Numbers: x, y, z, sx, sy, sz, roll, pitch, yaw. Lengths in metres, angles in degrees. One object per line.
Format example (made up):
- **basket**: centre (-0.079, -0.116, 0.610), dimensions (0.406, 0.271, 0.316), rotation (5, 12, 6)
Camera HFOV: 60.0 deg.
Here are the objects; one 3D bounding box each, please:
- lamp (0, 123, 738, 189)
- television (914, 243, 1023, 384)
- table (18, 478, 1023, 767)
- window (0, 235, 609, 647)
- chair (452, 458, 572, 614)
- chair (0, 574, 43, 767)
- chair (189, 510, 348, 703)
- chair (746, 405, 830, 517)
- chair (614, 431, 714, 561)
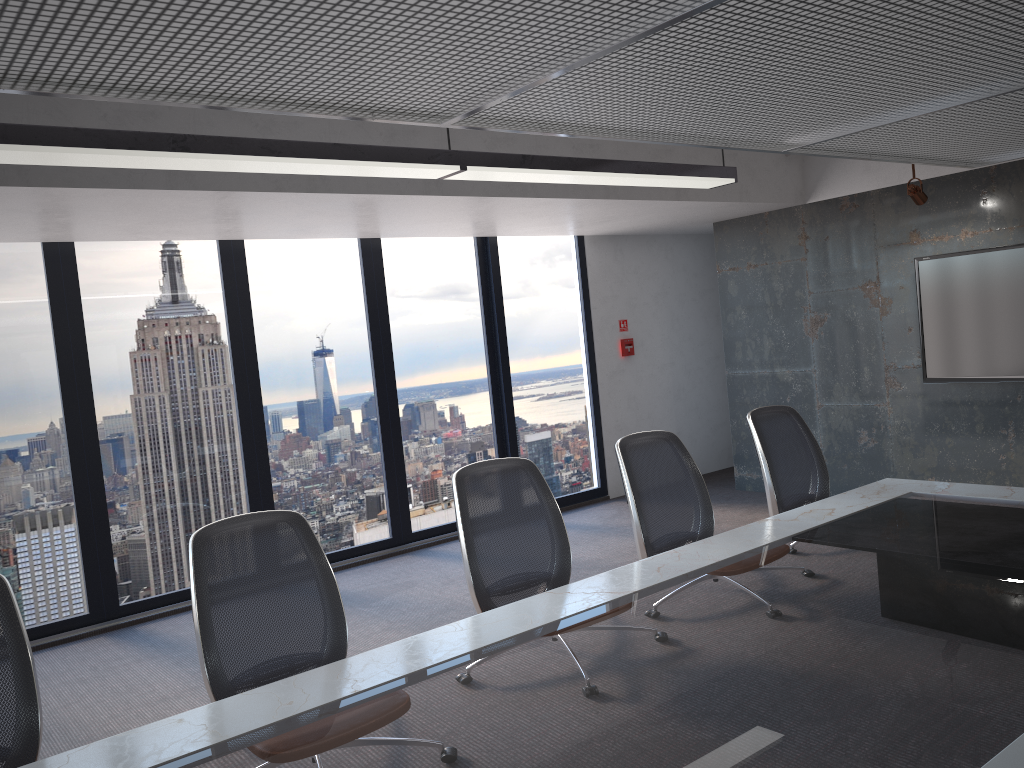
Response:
- **lamp**: centre (0.084, -1.357, 1.977), dimensions (6.097, 0.908, 4.126), rotation (-8, 4, -38)
- **television**: centre (4.248, -0.518, 5.324), dimensions (0.101, 0.960, 3.667), rotation (-8, 4, -38)
- **table**: centre (0.396, 1.143, 2.173), dimensions (5.498, 0.745, 1.898), rotation (-8, 4, -38)
- **window**: centre (-2.840, 0.288, 5.814), dimensions (9.225, 2.670, 0.121), rotation (-8, 4, -38)
- **chair**: centre (0.169, 0.892, 3.432), dimensions (0.828, 1.166, 0.789), rotation (-4, 3, 22)
- **chair**: centre (-1.388, 1.114, 2.198), dimensions (0.828, 1.166, 0.789), rotation (-4, 3, 27)
- **chair**: centre (-0.601, 1.007, 2.723), dimensions (0.828, 1.166, 0.789), rotation (-5, 3, 16)
- **chair**: centre (1.632, 0.691, 4.454), dimensions (0.828, 1.166, 0.789), rotation (-5, 3, 16)
- **chair**: centre (0.888, 0.796, 3.877), dimensions (0.828, 1.166, 0.789), rotation (-5, 3, 16)
